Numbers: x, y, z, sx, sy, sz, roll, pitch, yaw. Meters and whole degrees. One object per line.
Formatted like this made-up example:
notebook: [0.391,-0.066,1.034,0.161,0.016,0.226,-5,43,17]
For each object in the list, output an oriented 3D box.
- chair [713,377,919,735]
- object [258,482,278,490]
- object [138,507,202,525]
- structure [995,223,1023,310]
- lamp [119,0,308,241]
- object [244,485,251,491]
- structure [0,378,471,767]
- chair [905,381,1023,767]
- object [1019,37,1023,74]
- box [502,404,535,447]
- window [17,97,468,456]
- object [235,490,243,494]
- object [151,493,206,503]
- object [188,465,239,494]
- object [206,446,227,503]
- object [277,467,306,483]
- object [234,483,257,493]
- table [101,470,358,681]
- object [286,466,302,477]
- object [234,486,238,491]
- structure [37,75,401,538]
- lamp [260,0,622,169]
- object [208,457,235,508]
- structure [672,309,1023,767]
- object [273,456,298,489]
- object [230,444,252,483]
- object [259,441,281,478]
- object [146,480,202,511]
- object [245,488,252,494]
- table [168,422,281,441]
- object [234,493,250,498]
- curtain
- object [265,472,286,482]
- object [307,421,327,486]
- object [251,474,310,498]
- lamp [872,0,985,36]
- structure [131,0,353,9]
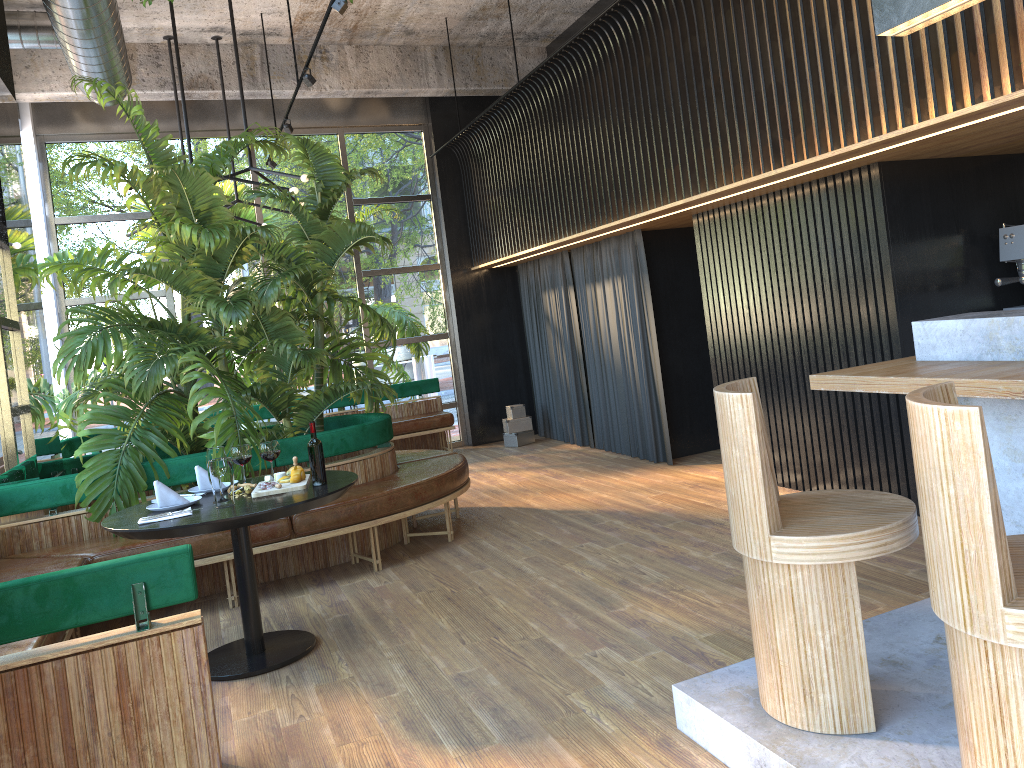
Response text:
chair: [0.940,0.464,2.678,0.560,0.967,0.535,-8,1,-12]
object: [-1.143,0.473,4.180,0.105,0.013,0.215,-8,4,-16]
object: [-1.460,0.558,3.802,0.265,0.019,0.152,-9,4,-22]
structure: [3.167,-0.152,4.868,0.571,1.591,0.808,-8,1,-21]
lamp: [1.540,-2.413,1.138,5.288,1.819,18.231,-9,4,-20]
object: [-1.255,0.494,4.214,0.034,0.032,0.036,-8,3,-24]
structure: [1.773,0.350,0.855,6.269,1.545,19.399,-9,4,-20]
chair: [1.207,0.484,1.942,0.519,0.967,0.576,-6,2,43]
object: [2.028,-0.890,2.872,0.656,1.546,0.601,-7,1,17]
box: [0.063,0.456,9.903,0.348,0.441,0.267,-8,2,-33]
window: [0.416,-1.934,0.367,4.304,6.479,19.636,-8,4,-20]
object: [-1.283,0.508,4.172,0.034,0.019,0.037,-8,3,-9]
object: [-1.617,0.543,4.267,0.245,0.019,0.164,-5,5,28]
object: [-1.487,0.461,4.406,0.245,0.138,0.221,-10,4,-38]
object: [-1.331,0.410,4.030,0.097,0.244,0.088,-8,1,-39]
object: [-1.048,0.432,4.222,0.161,0.064,0.100,-4,4,39]
object: [-1.281,0.495,4.270,0.100,0.028,0.125,-8,4,-6]
table: [-1.232,0.893,4.115,1.047,0.749,1.156,-5,4,37]
object: [-1.085,0.438,4.416,0.061,0.072,0.202,-8,4,-30]
object: [-1.339,0.505,4.273,0.025,0.025,0.045,-7,3,-2]
structure: [-2.017,-0.461,6.301,2.554,3.429,2.542,-9,2,-37]
lamp: [-0.847,-2.526,4.616,3.943,1.528,9.664,-9,4,-23]
object: [-1.266,0.431,3.881,0.103,0.209,0.108,-7,1,13]
structure: [4.310,-0.079,1.050,6.075,1.726,6.872,-9,4,-21]
object: [-1.048,0.409,4.128,0.147,0.123,0.095,-9,3,-40]
object: [-1.331,0.406,4.391,0.107,0.200,0.097,-8,1,-33]
object: [-1.195,0.388,4.407,0.107,0.200,0.097,-8,1,-33]
object: [-1.542,0.495,4.040,0.245,0.138,0.221,-10,4,-38]
object: [-1.226,0.497,4.132,0.033,0.031,0.039,-7,3,4]
table: [-2.540,0.796,7.698,1.159,0.749,1.044,-10,4,-41]
object: [-1.245,0.513,4.080,0.064,0.013,0.142,-9,5,-26]
curtain: [0.700,-0.374,8.986,0.126,2.054,3.158,-7,3,-20]
object: [-1.107,0.447,4.303,0.198,0.038,0.062,-7,3,11]
object: [-0.916,0.322,4.145,0.069,0.298,0.067,-7,1,-5]
object: [-1.089,0.480,4.207,0.245,0.019,0.346,-8,4,-11]
lamp: [3.583,-2.516,1.011,5.195,2.128,6.472,-9,4,-27]
structure: [-1.237,-2.924,5.232,2.152,1.513,1.430,-7,2,7]
